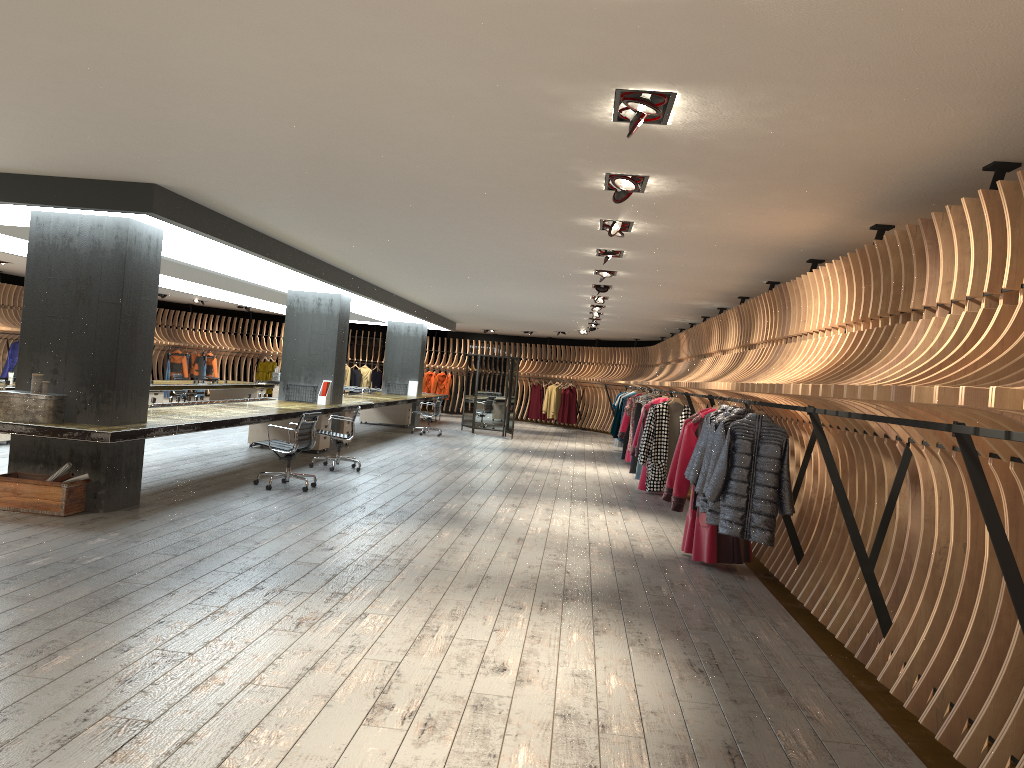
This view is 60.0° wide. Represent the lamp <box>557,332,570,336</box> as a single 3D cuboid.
[{"bbox_3d":[1.386,-1.487,24.743,0.269,0.292,0.493,5,0,-28],"label":"lamp"}]

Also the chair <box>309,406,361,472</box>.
[{"bbox_3d":[-2.381,0.718,12.026,0.667,0.859,0.693,5,0,-19],"label":"chair"}]

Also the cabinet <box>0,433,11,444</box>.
[{"bbox_3d":[-7.105,0.433,11.407,1.132,0.630,0.593,5,0,4],"label":"cabinet"}]

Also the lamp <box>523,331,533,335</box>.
[{"bbox_3d":[0.506,-1.576,26.061,0.269,0.294,0.493,5,0,-40],"label":"lamp"}]

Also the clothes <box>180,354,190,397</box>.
[{"bbox_3d":[-9.510,-0.167,25.720,0.200,1.422,0.309,5,0,-4],"label":"clothes"}]

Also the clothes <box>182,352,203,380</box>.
[{"bbox_3d":[-9.324,-0.505,25.961,0.840,0.881,0.200,5,0,25],"label":"clothes"}]

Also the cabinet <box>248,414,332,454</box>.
[{"bbox_3d":[-3.487,0.717,13.951,1.132,0.630,0.593,5,0,4],"label":"cabinet"}]

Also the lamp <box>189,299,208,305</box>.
[{"bbox_3d":[-8.648,-2.345,24.537,0.269,0.296,0.492,5,0,24],"label":"lamp"}]

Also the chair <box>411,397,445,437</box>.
[{"bbox_3d":[-1.851,0.684,19.430,0.667,0.859,0.693,5,0,1],"label":"chair"}]

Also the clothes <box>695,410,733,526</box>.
[{"bbox_3d":[1.626,0.618,6.393,0.585,0.854,0.211,5,0,32],"label":"clothes"}]

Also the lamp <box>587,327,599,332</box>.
[{"bbox_3d":[1.975,-1.404,21.647,0.269,0.291,0.492,5,0,0],"label":"lamp"}]

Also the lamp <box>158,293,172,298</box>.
[{"bbox_3d":[-9.085,-2.369,23.014,0.269,0.292,0.492,5,0,11],"label":"lamp"}]

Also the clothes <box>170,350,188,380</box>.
[{"bbox_3d":[-9.640,-0.530,25.494,0.840,0.881,0.200,5,0,20],"label":"clothes"}]

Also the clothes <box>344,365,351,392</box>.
[{"bbox_3d":[-5.445,-0.188,28.944,0.250,0.890,0.705,5,0,-45],"label":"clothes"}]

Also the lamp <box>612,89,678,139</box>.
[{"bbox_3d":[0.617,-1.330,4.157,0.269,0.298,0.492,5,0,4],"label":"lamp"}]

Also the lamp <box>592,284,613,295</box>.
[{"bbox_3d":[1.236,-1.366,12.107,0.269,0.291,0.492,5,0,4],"label":"lamp"}]

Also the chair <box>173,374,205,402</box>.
[{"bbox_3d":[-7.195,0.223,19.660,0.667,0.859,0.693,5,0,-9],"label":"chair"}]

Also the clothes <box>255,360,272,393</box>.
[{"bbox_3d":[-7.772,-0.214,27.751,0.665,1.045,0.168,5,0,35],"label":"clothes"}]

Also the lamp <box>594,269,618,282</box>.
[{"bbox_3d":[1.112,-1.358,10.517,0.269,0.294,0.492,5,0,4],"label":"lamp"}]

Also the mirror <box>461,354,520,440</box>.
[{"bbox_3d":[-0.500,0.263,21.094,0.443,1.892,2.113,5,0,-45],"label":"mirror"}]

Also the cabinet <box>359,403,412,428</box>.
[{"bbox_3d":[-3.035,0.677,21.346,1.132,0.630,0.593,5,0,4],"label":"cabinet"}]

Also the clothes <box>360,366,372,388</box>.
[{"bbox_3d":[-4.860,-0.141,29.061,0.705,0.890,0.250,5,0,25],"label":"clothes"}]

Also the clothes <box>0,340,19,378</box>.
[{"bbox_3d":[-10.600,-0.358,19.103,0.885,1.239,0.245,5,0,1],"label":"clothes"}]

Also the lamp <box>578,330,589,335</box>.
[{"bbox_3d":[1.889,-1.430,23.237,0.269,0.287,0.493,5,0,-15],"label":"lamp"}]

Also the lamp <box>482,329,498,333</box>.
[{"bbox_3d":[-0.687,-1.691,27.103,0.493,0.292,0.269,5,0,37],"label":"lamp"}]

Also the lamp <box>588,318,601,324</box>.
[{"bbox_3d":[1.731,-1.394,18.467,0.269,0.286,0.492,5,0,4],"label":"lamp"}]

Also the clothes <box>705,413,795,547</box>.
[{"bbox_3d":[1.585,0.621,5.939,0.181,0.854,0.683,5,0,-42],"label":"clothes"}]

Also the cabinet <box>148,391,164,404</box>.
[{"bbox_3d":[-6.879,0.407,15.741,1.132,0.630,0.593,5,0,4],"label":"cabinet"}]

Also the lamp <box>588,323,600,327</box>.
[{"bbox_3d":[1.854,-1.396,20.057,0.269,0.294,0.492,5,0,4],"label":"lamp"}]

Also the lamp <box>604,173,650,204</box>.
[{"bbox_3d":[0.741,-1.335,5.747,0.269,0.302,0.492,5,0,4],"label":"lamp"}]

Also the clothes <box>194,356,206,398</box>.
[{"bbox_3d":[-9.215,-0.147,26.236,0.308,1.422,0.200,5,0,-23],"label":"clothes"}]

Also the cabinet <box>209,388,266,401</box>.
[{"bbox_3d":[-6.478,0.386,20.932,1.132,0.630,0.593,5,0,4],"label":"cabinet"}]

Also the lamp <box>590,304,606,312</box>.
[{"bbox_3d":[1.483,-1.376,15.287,0.269,0.296,0.492,5,0,4],"label":"lamp"}]

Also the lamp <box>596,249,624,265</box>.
[{"bbox_3d":[0.988,-1.351,8.927,0.269,0.295,0.492,5,0,4],"label":"lamp"}]

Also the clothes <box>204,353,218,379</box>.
[{"bbox_3d":[-9.047,-0.489,26.466,0.840,0.881,0.200,5,0,35],"label":"clothes"}]

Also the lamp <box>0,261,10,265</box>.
[{"bbox_3d":[-9.638,-2.348,16.662,0.269,0.292,0.492,5,0,4],"label":"lamp"}]

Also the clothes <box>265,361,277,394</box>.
[{"bbox_3d":[-7.632,-0.203,27.867,0.665,1.045,0.168,5,0,35],"label":"clothes"}]

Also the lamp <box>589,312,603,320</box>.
[{"bbox_3d":[1.606,-1.380,16.877,0.269,0.301,0.492,5,0,4],"label":"lamp"}]

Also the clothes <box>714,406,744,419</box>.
[{"bbox_3d":[1.649,0.594,6.568,0.511,0.854,0.227,5,0,25],"label":"clothes"}]

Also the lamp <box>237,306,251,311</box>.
[{"bbox_3d":[-7.823,-2.291,25.889,0.269,0.293,0.492,5,0,37],"label":"lamp"}]

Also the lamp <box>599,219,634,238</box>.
[{"bbox_3d":[0.865,-1.345,7.337,0.269,0.294,0.492,5,0,4],"label":"lamp"}]

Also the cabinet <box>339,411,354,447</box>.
[{"bbox_3d":[-3.382,0.712,15.300,1.132,0.630,0.593,5,0,4],"label":"cabinet"}]

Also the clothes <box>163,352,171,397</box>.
[{"bbox_3d":[-9.774,-0.184,25.188,0.200,1.422,0.309,5,0,-18],"label":"clothes"}]

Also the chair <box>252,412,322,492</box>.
[{"bbox_3d":[-2.534,0.727,9.954,0.667,0.859,0.693,5,0,1],"label":"chair"}]

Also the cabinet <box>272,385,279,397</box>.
[{"bbox_3d":[-6.189,0.371,24.622,0.593,0.630,1.131,5,0,4],"label":"cabinet"}]

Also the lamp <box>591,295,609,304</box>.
[{"bbox_3d":[1.360,-1.376,13.697,0.269,0.284,0.492,5,0,4],"label":"lamp"}]

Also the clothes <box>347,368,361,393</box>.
[{"bbox_3d":[-5.177,0.162,28.999,0.539,1.353,0.087,5,0,29],"label":"clothes"}]

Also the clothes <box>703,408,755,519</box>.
[{"bbox_3d":[1.633,0.598,6.266,0.530,0.856,0.234,5,0,3],"label":"clothes"}]
